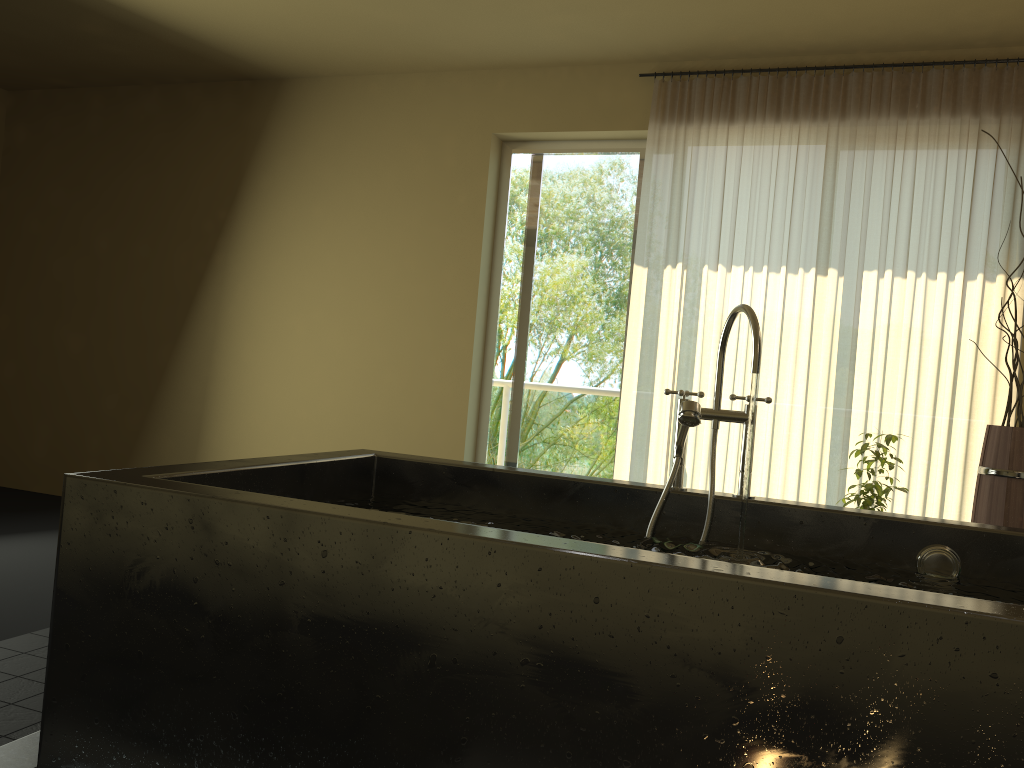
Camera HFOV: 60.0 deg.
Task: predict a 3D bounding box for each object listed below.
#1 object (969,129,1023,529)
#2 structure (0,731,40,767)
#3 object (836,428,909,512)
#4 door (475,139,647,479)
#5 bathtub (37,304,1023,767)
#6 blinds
[{"bbox_3d":[1.893,0.052,3.365,0.462,2.180,0.468,5,-1,-20],"label":"object"},{"bbox_3d":[0.706,1.160,1.523,3.801,0.636,1.971,5,0,20],"label":"structure"},{"bbox_3d":[1.392,0.629,3.463,0.266,0.930,0.242,5,-1,-32],"label":"object"},{"bbox_3d":[0.335,-0.149,4.774,1.038,2.334,0.063,5,-1,19],"label":"door"},{"bbox_3d":[0.371,0.383,1.713,2.133,1.162,1.067,5,0,20],"label":"bathtub"},{"bbox_3d":[1.445,-0.213,4.142,1.944,2.581,0.064,5,-1,19],"label":"blinds"}]
